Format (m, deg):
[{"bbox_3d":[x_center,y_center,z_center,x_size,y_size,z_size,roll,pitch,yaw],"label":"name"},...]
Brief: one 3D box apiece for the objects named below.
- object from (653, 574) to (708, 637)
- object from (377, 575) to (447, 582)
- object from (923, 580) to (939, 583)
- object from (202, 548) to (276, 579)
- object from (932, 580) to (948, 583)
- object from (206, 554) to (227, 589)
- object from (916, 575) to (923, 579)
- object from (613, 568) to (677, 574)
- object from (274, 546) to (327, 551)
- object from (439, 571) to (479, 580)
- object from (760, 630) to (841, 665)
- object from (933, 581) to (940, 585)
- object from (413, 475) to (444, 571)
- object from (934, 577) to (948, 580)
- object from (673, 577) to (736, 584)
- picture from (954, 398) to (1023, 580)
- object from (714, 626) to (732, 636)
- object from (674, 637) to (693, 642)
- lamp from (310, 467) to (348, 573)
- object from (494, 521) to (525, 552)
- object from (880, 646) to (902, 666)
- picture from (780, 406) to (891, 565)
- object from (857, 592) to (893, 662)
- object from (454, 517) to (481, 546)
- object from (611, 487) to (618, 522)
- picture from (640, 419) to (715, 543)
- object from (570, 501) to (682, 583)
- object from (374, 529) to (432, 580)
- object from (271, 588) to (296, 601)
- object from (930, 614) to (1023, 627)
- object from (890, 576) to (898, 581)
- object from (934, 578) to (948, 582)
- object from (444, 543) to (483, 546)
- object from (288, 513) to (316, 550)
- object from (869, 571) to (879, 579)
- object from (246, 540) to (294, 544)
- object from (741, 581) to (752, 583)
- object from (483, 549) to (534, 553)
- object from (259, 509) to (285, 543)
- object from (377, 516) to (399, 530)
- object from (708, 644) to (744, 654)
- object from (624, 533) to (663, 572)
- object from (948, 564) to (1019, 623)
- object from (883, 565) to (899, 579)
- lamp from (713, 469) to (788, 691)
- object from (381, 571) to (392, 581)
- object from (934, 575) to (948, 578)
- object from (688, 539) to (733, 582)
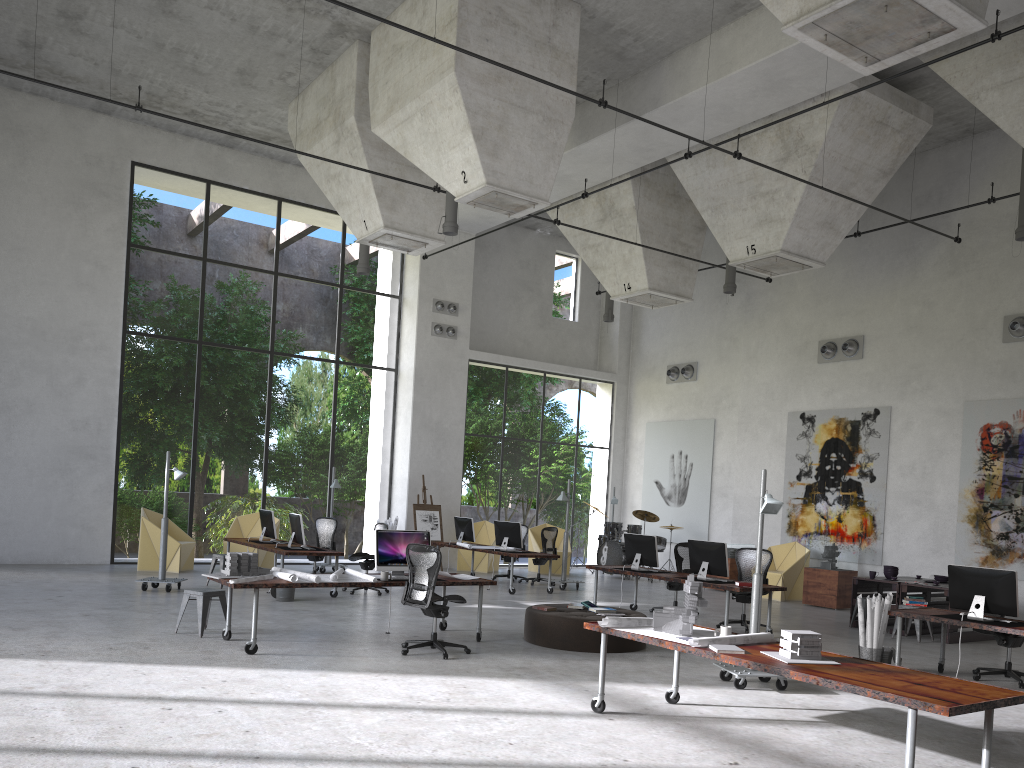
[{"bbox_3d":[1.334,1.764,6.998,0.361,0.520,0.496,3,-3,1],"label":"object"},{"bbox_3d":[-1.249,2.266,10.224,0.853,0.008,0.689,8,-9,-33],"label":"object"},{"bbox_3d":[6.401,3.019,13.414,0.236,0.019,0.234,9,-9,-38],"label":"object"},{"bbox_3d":[-2.899,1.933,9.503,0.741,0.304,0.433,9,-8,-44],"label":"object"},{"bbox_3d":[6.636,3.051,13.557,0.295,0.024,0.298,-2,-9,33],"label":"object"},{"bbox_3d":[-4.681,3.070,14.429,0.455,0.531,0.478,1,-4,41],"label":"object"},{"bbox_3d":[6.551,3.104,14.125,0.138,0.056,0.117,5,-6,-19],"label":"object"},{"bbox_3d":[2.024,2.872,13.500,0.691,0.008,0.850,8,-9,-32],"label":"object"},{"bbox_3d":[-3.395,2.649,14.110,0.690,0.008,0.851,7,-8,-28],"label":"object"},{"bbox_3d":[-0.686,2.292,10.584,0.472,0.086,0.436,7,-8,-31],"label":"object"},{"bbox_3d":[2.011,1.822,6.125,0.389,0.182,0.419,4,-6,-9],"label":"object"},{"bbox_3d":[6.225,2.928,12.905,0.137,0.056,0.117,-1,-7,31],"label":"object"},{"bbox_3d":[-1.905,3.074,19.425,0.696,2.143,0.682,3,0,-33],"label":"object"},{"bbox_3d":[6.637,3.014,13.554,0.230,0.063,0.228,9,-9,-39],"label":"object"},{"bbox_3d":[2.799,2.770,12.373,0.691,0.008,0.850,8,-9,-32],"label":"object"},{"bbox_3d":[8.498,1.739,14.539,0.020,3.017,2.216,3,-2,-34],"label":"picture"},{"bbox_3d":[1.645,1.935,6.829,0.123,0.100,0.088,4,-3,-6],"label":"object"},{"bbox_3d":[1.340,1.942,6.664,0.134,0.008,0.204,6,-8,-22],"label":"object"},{"bbox_3d":[-3.673,2.758,17.845,0.581,2.152,0.594,3,0,-34],"label":"lamp"},{"bbox_3d":[-0.017,2.861,16.487,0.379,0.552,0.714,5,-4,-43],"label":"object"},{"bbox_3d":[4.195,3.096,9.919,0.397,0.298,0.297,2,-3,9],"label":"object"},{"bbox_3d":[6.411,2.015,17.575,0.020,3.016,2.353,3,-2,-34],"label":"picture"},{"bbox_3d":[4.008,2.753,9.746,0.320,0.937,0.341,3,0,-16],"label":"object"},{"bbox_3d":[-0.897,2.977,17.767,0.379,0.552,0.715,4,-4,-33],"label":"object"},{"bbox_3d":[2.558,3.706,22.471,0.579,2.151,0.596,3,0,1],"label":"object"},{"bbox_3d":[4.055,2.426,21.775,0.020,3.016,2.335,3,-2,-34],"label":"picture"},{"bbox_3d":[2.791,3.725,20.955,2.967,1.740,1.894,-1,-6,40],"label":"object"},{"bbox_3d":[-1.234,1.984,10.225,0.718,0.552,0.377,6,-3,-33],"label":"object"},{"bbox_3d":[-3.417,3.090,13.159,0.296,0.298,0.397,6,-5,-41],"label":"object"},{"bbox_3d":[4.963,2.484,9.224,0.691,0.008,0.850,8,-9,-32],"label":"object"},{"bbox_3d":[5.843,2.971,13.405,0.116,0.056,0.139,-2,-8,41],"label":"object"},{"bbox_3d":[6.635,3.030,13.556,0.228,0.047,0.231,1,-7,15],"label":"object"},{"bbox_3d":[-0.909,3.260,17.770,0.691,0.008,0.850,8,-9,-32],"label":"object"},{"bbox_3d":[-3.382,2.365,14.108,0.378,0.552,0.716,4,-4,-28],"label":"object"},{"bbox_3d":[5.595,2.955,13.596,0.101,0.109,0.129,6,-5,-43],"label":"object"},{"bbox_3d":[-4.182,2.753,15.260,0.691,0.008,0.850,8,-9,-32],"label":"object"},{"bbox_3d":[3.127,2.641,11.717,0.148,0.011,0.011,0,-4,24],"label":"object"},{"bbox_3d":[-0.030,3.144,16.491,0.692,0.008,0.848,10,-10,-42],"label":"object"},{"bbox_3d":[-4.170,2.470,15.257,0.379,0.552,0.715,4,-4,-33],"label":"object"},{"bbox_3d":[-2.772,3.512,19.466,0.439,1.209,0.414,3,0,34],"label":"object"},{"bbox_3d":[1.535,1.900,6.296,0.200,0.023,0.237,4,-7,-3],"label":"object"},{"bbox_3d":[2.037,2.589,13.497,0.379,0.552,0.715,4,-4,-33],"label":"object"},{"bbox_3d":[4.976,2.200,9.221,0.379,0.552,0.715,4,-4,-33],"label":"object"},{"bbox_3d":[5.919,2.941,13.722,0.215,0.214,0.193,5,-4,-33],"label":"object"},{"bbox_3d":[2.431,1.916,8.689,0.580,2.151,0.595,3,0,-9],"label":"lamp"},{"bbox_3d":[-1.413,2.157,9.865,0.123,0.100,0.088,4,-3,-5],"label":"object"},{"bbox_3d":[6.635,2.990,13.561,0.230,0.058,0.229,8,-8,-34],"label":"object"},{"bbox_3d":[2.812,2.486,12.370,0.379,0.552,0.715,4,-4,-33],"label":"object"}]
